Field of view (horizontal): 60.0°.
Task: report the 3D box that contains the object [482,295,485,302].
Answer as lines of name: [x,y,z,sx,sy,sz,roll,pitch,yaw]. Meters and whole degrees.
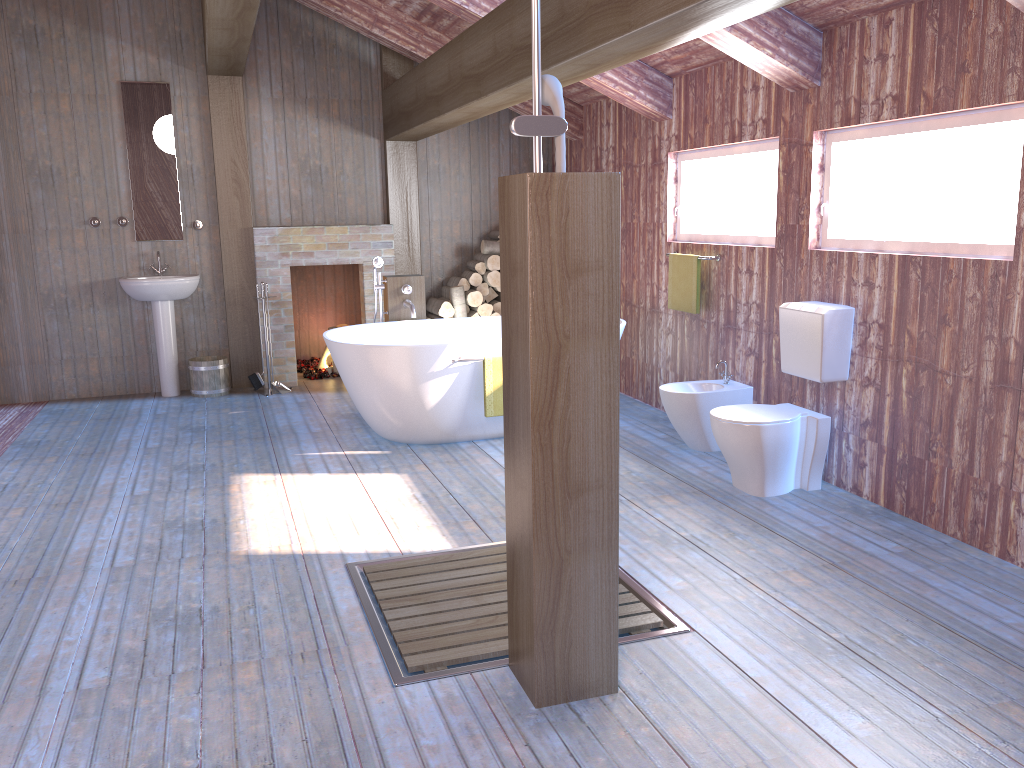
object: [-0.288,-0.746,7.650,0.064,0.068,0.174,-5,12,-19]

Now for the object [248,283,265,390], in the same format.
object: [-2.036,-0.367,6.994,0.136,0.846,0.062,-9,14,-36]

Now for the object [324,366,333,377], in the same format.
object: [-1.558,-0.127,7.875,0.085,0.084,0.278,5,12,28]

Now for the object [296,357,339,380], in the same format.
object: [-1.640,-0.169,8.172,0.829,0.085,0.935,-9,13,-35]

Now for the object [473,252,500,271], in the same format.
object: [-0.210,-1.055,7.613,0.135,0.145,0.439,-5,11,-17]

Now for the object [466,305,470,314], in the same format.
object: [-0.463,-0.667,7.695,0.121,0.124,0.291,-5,11,-17]

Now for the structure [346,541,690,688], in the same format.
structure: [-0.036,0.798,3.266,1.000,0.067,1.000,-5,12,-18]

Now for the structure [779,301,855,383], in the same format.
structure: [1.493,-0.214,4.383,0.182,0.363,0.358,-5,11,-17]

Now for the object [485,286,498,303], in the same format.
object: [-0.226,-0.798,7.755,0.128,0.150,0.323,-5,11,-18]

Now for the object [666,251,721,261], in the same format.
object: [1.121,-0.805,5.586,0.091,0.043,0.581,-5,11,-17]

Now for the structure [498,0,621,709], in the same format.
structure: [0.133,-0.202,2.554,0.328,2.209,0.522,-1,11,2]

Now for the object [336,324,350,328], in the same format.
object: [-1.521,-0.321,8.086,0.140,0.459,0.266,-1,11,-1]

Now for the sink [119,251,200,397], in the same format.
sink: [-2.710,-0.455,6.913,0.582,1.143,0.475,-5,12,-18]

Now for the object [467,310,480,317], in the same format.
object: [-0.411,-0.555,7.660,0.155,0.174,0.483,-5,12,-19]

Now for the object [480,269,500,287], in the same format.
object: [-0.217,-0.918,7.629,0.141,0.143,0.437,-5,12,-20]

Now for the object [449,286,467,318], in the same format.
object: [-0.445,-0.671,7.417,0.147,0.298,0.109,-4,11,-15]

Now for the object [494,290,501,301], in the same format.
object: [-0.085,-0.795,7.806,0.104,0.127,0.321,-5,11,-17]

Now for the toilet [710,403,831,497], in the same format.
toilet: [1.239,0.331,4.405,0.534,0.400,0.375,-5,11,-17]

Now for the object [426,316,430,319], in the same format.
object: [-0.730,-0.529,7.586,0.101,0.103,0.242,-5,11,-17]

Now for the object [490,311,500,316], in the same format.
object: [-0.209,-0.593,7.691,0.098,0.100,0.437,-5,12,-20]

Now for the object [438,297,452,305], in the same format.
object: [-0.562,-0.702,7.670,0.099,0.093,0.280,-4,11,-17]

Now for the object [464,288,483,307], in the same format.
object: [-0.376,-0.753,7.609,0.138,0.147,0.440,-5,11,-17]

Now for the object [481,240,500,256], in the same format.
object: [-0.112,-1.147,7.517,0.302,0.157,0.121,-5,11,-17]

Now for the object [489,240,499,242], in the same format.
object: [-0.149,-1.188,7.708,0.113,0.130,0.291,-4,11,-17]

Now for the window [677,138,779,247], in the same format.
window: [1.312,-1.140,5.350,0.054,0.587,1.255,-5,11,-17]

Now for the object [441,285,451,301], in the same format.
object: [-0.525,-0.786,7.669,0.108,0.113,0.302,-5,11,-17]

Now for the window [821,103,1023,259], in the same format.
window: [1.779,-0.868,3.901,0.054,0.587,1.255,-5,11,-17]

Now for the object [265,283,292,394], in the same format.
object: [-1.893,-0.364,7.030,0.206,0.871,0.126,4,12,24]

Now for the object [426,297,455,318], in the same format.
object: [-0.619,-0.654,7.555,0.139,0.137,0.455,-5,12,-20]

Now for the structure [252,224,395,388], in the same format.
structure: [-1.542,-0.654,7.421,1.130,1.330,0.226,-5,12,-18]

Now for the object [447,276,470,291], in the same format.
object: [-0.460,-0.861,7.604,0.114,0.113,0.301,-5,12,-20]

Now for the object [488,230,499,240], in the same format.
object: [-0.101,-1.276,7.710,0.140,0.121,0.319,-4,11,-16]

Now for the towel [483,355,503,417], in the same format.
towel: [0.009,0.002,5.239,0.370,0.361,0.032,-5,12,-21]

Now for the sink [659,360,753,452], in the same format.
sink: [1.104,0.126,5.162,0.515,0.517,0.335,-5,11,-17]

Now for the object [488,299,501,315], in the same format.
object: [-0.156,-0.672,7.702,0.114,0.120,0.303,-5,11,-17]

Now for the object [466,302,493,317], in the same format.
object: [-0.295,-0.655,7.671,0.139,0.148,0.458,-5,11,-17]

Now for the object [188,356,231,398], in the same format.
object: [-2.408,-0.060,7.062,0.309,0.290,0.308,-3,11,-8]

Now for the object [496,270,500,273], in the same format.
object: [-0.124,-0.944,7.642,0.057,0.061,0.156,-5,12,-19]

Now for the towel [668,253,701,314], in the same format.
towel: [1.089,-0.639,5.612,0.032,0.361,0.370,-5,11,-18]

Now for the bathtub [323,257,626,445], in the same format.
bathtub: [-0.222,-0.254,5.726,1.935,1.109,1.460,0,11,4]

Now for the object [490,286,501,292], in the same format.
object: [-0.123,-0.862,7.670,0.115,0.123,0.291,-4,11,-17]

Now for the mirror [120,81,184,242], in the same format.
mirror: [-2.786,-1.715,6.875,0.350,1.199,0.009,-5,11,-18]

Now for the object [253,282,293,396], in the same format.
object: [-1.985,-0.371,7.066,0.276,0.888,0.333,4,12,23]

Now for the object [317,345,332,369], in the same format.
object: [-1.655,-0.256,7.985,0.221,0.306,0.121,1,11,9]

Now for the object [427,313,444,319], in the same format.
object: [-0.618,-0.523,7.568,0.137,0.133,0.437,-5,12,-20]

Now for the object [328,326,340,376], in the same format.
object: [-1.552,-0.287,7.837,0.098,0.434,0.283,-5,12,-20]

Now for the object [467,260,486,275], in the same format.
object: [-0.302,-1.001,7.596,0.106,0.112,0.282,-5,11,-17]

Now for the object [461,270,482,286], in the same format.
object: [-0.347,-0.906,7.583,0.115,0.123,0.291,-4,11,-17]

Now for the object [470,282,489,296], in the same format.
object: [-0.296,-0.825,7.633,0.111,0.113,0.301,-5,12,-19]
